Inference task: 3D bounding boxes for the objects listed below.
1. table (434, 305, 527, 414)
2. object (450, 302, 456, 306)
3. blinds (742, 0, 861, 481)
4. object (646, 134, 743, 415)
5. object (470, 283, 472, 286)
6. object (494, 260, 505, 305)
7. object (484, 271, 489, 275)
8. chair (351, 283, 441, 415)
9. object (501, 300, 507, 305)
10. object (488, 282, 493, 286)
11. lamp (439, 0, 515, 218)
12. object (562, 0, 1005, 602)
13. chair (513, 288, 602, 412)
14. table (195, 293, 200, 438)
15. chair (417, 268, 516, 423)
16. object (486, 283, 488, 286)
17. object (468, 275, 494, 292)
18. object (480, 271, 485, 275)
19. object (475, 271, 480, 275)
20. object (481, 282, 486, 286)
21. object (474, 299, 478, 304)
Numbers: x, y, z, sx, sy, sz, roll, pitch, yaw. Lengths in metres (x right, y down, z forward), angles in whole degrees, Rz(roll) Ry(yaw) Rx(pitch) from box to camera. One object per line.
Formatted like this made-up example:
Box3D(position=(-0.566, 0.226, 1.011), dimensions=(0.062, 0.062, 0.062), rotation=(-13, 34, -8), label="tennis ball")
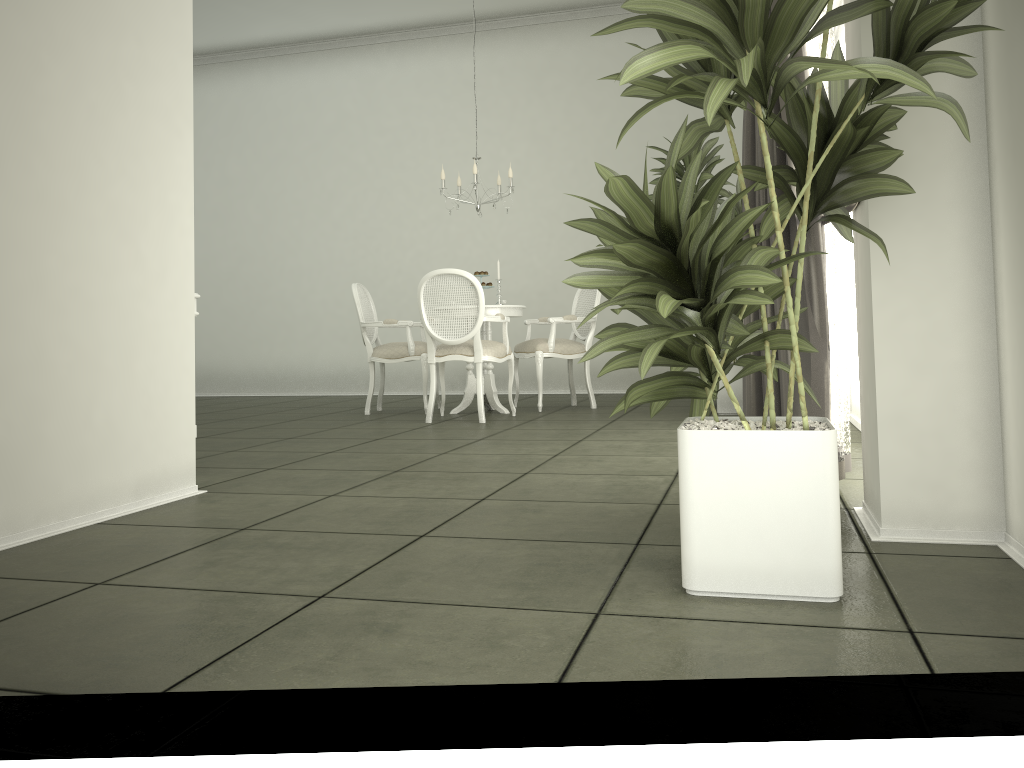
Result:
Box3D(position=(-0.245, -0.192, 6.955), dimensions=(0.739, 0.833, 0.739), rotation=(-1, 0, 12), label="table")
Box3D(position=(-0.484, -0.634, 7.114), dimensions=(0.077, 0.049, 0.062), rotation=(-1, 1, 25), label="object")
Box3D(position=(1.439, -0.989, 4.270), dimensions=(0.660, 2.609, 3.659), rotation=(-2, 1, 15), label="blinds")
Box3D(position=(1.606, -0.845, 6.447), dimensions=(1.037, 2.104, 1.161), rotation=(-2, -2, 33), label="object")
Box3D(position=(-0.313, -0.782, 6.985), dimensions=(0.039, 0.032, 0.039), rotation=(-2, 1, -19), label="object")
Box3D(position=(-0.102, -0.786, 6.814), dimensions=(0.087, 0.366, 0.087), rotation=(-1, -2, -7), label="object")
Box3D(position=(-0.204, -0.872, 6.959), dimensions=(0.039, 0.032, 0.039), rotation=(-1, 1, 36), label="object")
Box3D(position=(-0.947, -0.302, 7.192), dimensions=(0.690, 1.068, 0.593), rotation=(-1, -1, 6), label="chair")
Box3D(position=(-0.082, -0.649, 7.110), dimensions=(0.078, 0.049, 0.062), rotation=(-1, 1, -5), label="object")
Box3D(position=(-0.171, -0.784, 6.946), dimensions=(0.039, 0.032, 0.039), rotation=(-2, 1, -34), label="object")
Box3D(position=(-0.308, -2.565, 7.054), dimensions=(0.594, 2.448, 0.590), rotation=(-1, -2, -7), label="lamp")
Box3D(position=(0.565, -0.606, 2.022), dimensions=(1.037, 2.104, 1.161), rotation=(-2, -2, 33), label="object")
Box3D(position=(0.394, -0.335, 7.234), dimensions=(0.690, 1.068, 0.593), rotation=(-1, -1, -19), label="chair")
Box3D(position=(-1.789, 0.005, 3.904), dimensions=(0.697, 0.809, 0.432), rotation=(-1, -1, 15), label="table")
Box3D(position=(-0.348, -0.273, 6.310), dimensions=(0.594, 1.068, 0.689), rotation=(-2, -1, 16), label="chair")
Box3D(position=(-0.190, -0.787, 7.017), dimensions=(0.039, 0.032, 0.039), rotation=(-2, 1, -24), label="object")
Box3D(position=(-0.241, -0.732, 6.963), dimensions=(0.211, 0.249, 0.210), rotation=(-1, -1, -42), label="object")
Box3D(position=(-0.234, -0.870, 6.930), dimensions=(0.039, 0.032, 0.039), rotation=(-2, 1, -29), label="object")
Box3D(position=(-0.273, -0.870, 6.941), dimensions=(0.039, 0.032, 0.039), rotation=(-1, 1, 21), label="object")
Box3D(position=(-0.223, -0.780, 6.895), dimensions=(0.039, 0.032, 0.039), rotation=(-1, 1, 36), label="object")
Box3D(position=(-0.262, -0.627, 6.742), dimensions=(0.062, 0.049, 0.077), rotation=(-2, 1, -42), label="object")
